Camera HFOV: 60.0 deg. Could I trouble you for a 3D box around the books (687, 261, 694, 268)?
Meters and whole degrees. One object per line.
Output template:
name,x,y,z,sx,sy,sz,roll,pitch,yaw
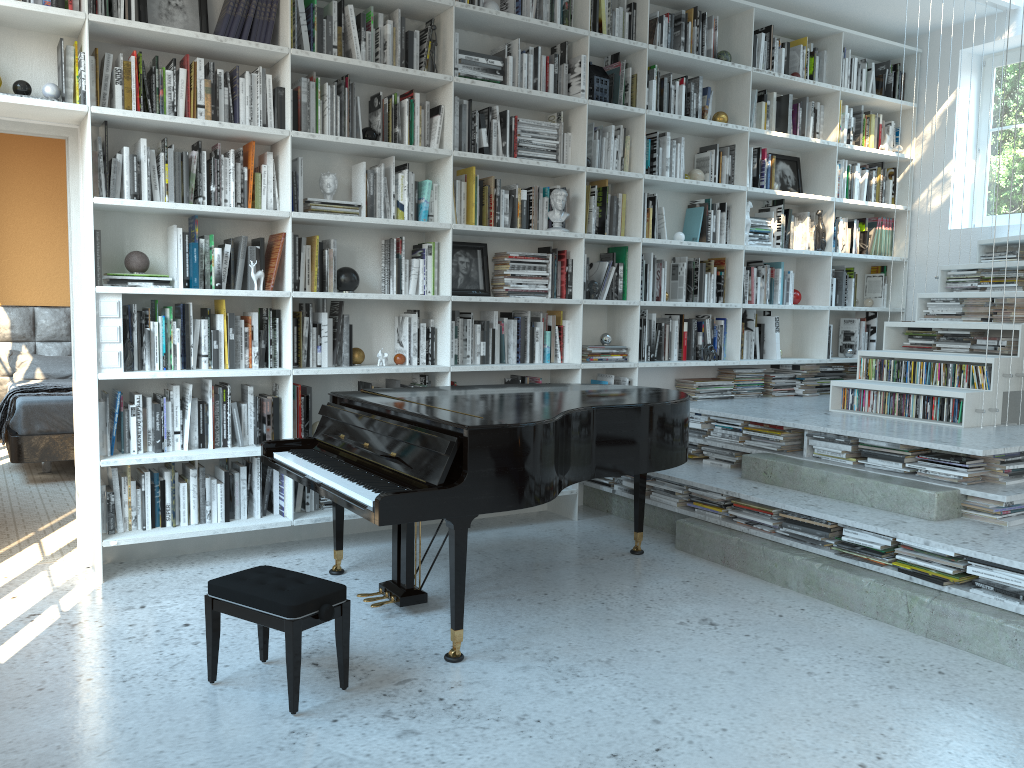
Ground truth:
books,1.102,-0.653,5.681,0.015,0.262,0.149,-2,6,-31

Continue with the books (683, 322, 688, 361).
books,1.046,-0.275,5.670,0.031,0.244,0.184,-2,6,-31

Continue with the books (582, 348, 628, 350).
books,0.530,-0.212,5.311,0.285,0.012,0.159,-1,5,-27

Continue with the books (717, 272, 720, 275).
books,1.305,-0.631,5.810,0.016,0.205,0.141,-2,6,-31

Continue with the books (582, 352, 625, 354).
books,0.528,-0.188,5.314,0.254,0.012,0.160,-1,5,-26

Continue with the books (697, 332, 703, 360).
books,1.167,-0.249,5.755,0.025,0.181,0.169,-2,6,-31

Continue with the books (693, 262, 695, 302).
books,1.113,-0.652,5.687,0.008,0.259,0.158,-2,6,-31

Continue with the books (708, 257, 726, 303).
books,1.335,-0.676,5.804,0.007,0.296,0.162,-2,6,-31

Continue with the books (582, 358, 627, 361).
books,0.527,-0.152,5.318,0.285,0.012,0.159,-1,5,-26

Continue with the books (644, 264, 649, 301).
books,0.776,-0.622,5.459,0.011,0.226,0.188,-2,6,-31

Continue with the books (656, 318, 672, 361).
books,0.948,-0.285,5.622,0.014,0.268,0.171,-2,6,-31

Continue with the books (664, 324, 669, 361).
books,0.930,-0.265,5.617,0.024,0.228,0.159,-2,6,-31

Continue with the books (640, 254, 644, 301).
books,0.754,-0.651,5.452,0.005,0.284,0.159,-2,6,-31

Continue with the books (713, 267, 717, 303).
books,1.253,-0.640,5.760,0.018,0.230,0.181,-2,6,-31

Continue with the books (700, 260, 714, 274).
books,1.243,-0.662,5.753,0.006,0.274,0.172,-2,6,-31

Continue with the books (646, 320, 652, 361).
books,0.797,-0.273,5.510,0.023,0.256,0.178,-2,6,-31

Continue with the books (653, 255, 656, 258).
books,0.839,-0.656,5.526,0.006,0.285,0.159,-2,6,-31

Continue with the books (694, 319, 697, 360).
books,1.125,-0.289,5.731,0.026,0.263,0.169,-2,6,-31

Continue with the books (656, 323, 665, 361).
books,0.905,-0.268,5.606,0.029,0.235,0.142,-2,6,-31

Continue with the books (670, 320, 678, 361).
books,0.980,-0.278,5.631,0.025,0.253,0.181,-2,6,-31

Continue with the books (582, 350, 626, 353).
books,0.533,-0.199,5.304,0.254,0.012,0.160,-2,5,-31

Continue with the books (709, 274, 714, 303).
books,1.233,-0.616,5.748,0.019,0.183,0.190,-2,6,-31

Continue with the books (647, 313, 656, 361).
books,0.820,-0.293,5.521,0.030,0.295,0.188,-2,6,-31

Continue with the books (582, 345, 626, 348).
books,0.533,-0.223,5.303,0.254,0.012,0.160,-1,5,-22

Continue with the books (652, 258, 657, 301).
books,0.830,-0.645,5.503,0.012,0.267,0.183,-2,6,-31

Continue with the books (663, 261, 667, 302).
books,0.905,-0.640,5.560,0.013,0.251,0.172,-2,6,-31

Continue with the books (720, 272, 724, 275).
books,1.322,-0.630,5.809,0.013,0.204,0.158,-2,6,-31

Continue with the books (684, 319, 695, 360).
books,1.107,-0.287,5.712,0.026,0.263,0.173,-2,6,-31

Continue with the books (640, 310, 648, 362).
books,0.771,-0.302,5.490,0.010,0.317,0.186,-2,6,-31

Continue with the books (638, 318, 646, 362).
books,0.757,-0.275,5.483,0.023,0.262,0.186,-2,6,-31

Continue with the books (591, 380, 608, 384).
books,0.518,0.111,5.292,0.005,0.264,0.162,-2,6,-31

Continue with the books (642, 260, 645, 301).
books,0.760,-0.634,5.461,0.013,0.249,0.165,-2,6,-31

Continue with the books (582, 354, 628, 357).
books,0.530,-0.175,5.312,0.285,0.012,0.159,-2,5,-28

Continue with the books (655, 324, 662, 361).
books,0.861,-0.264,5.567,0.065,0.231,0.161,-2,6,-31

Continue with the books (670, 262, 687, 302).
books,1.061,-0.646,5.658,0.019,0.252,0.130,-2,6,-31

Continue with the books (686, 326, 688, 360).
books,1.078,-0.278,5.715,0.021,0.243,0.131,-2,6,-31

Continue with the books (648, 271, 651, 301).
books,0.793,-0.603,5.480,0.013,0.186,0.183,-2,6,-31

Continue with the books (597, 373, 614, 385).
books,0.552,0.091,5.323,0.032,0.300,0.148,-2,6,-31

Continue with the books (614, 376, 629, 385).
books,0.638,0.097,5.353,0.021,0.285,0.172,-2,6,-31

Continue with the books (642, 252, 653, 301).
books,0.806,-0.659,5.481,0.014,0.297,0.175,-2,6,-31

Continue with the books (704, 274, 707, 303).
books,1.187,-0.614,5.713,0.018,0.182,0.182,-2,6,-31

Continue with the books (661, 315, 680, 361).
books,1.008,-0.297,5.667,0.012,0.285,0.159,-2,6,-31

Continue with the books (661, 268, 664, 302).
books,0.884,-0.617,5.543,0.014,0.207,0.180,-2,6,-31

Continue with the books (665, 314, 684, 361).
books,1.030,-0.299,5.655,0.012,0.293,0.175,-2,6,-31

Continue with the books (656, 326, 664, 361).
books,0.893,-0.258,5.588,0.011,0.217,0.175,-2,6,-31

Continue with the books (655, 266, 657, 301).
books,0.856,-0.625,5.540,0.008,0.223,0.133,-2,6,-31

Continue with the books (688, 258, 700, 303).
books,1.148,-0.666,5.714,0.007,0.285,0.159,-2,6,-31

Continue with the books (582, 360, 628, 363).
books,0.529,-0.139,5.315,0.285,0.012,0.159,-2,5,-28

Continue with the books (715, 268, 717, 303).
books,1.276,-0.643,5.789,0.021,0.232,0.155,-2,6,-31

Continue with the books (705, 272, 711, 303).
books,1.217,-0.622,5.742,0.015,0.195,0.175,-2,6,-31

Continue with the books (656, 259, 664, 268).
books,0.894,-0.645,5.552,0.014,0.261,0.141,-2,6,-31

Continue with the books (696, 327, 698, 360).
books,1.144,-0.263,5.747,0.022,0.211,0.135,-2,6,-31

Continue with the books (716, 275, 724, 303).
books,1.305,-0.616,5.779,0.016,0.180,0.189,-2,6,-31

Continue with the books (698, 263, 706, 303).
books,1.172,-0.648,5.700,0.018,0.251,0.183,-2,6,-31

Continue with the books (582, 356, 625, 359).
books,0.529,-0.163,5.315,0.254,0.012,0.160,-1,5,-25

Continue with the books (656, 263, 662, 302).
books,0.870,-0.633,5.537,0.015,0.238,0.176,-2,6,-31

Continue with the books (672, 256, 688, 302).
books,1.069,-0.667,5.676,0.016,0.290,0.131,-2,6,-31

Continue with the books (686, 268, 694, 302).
books,1.096,-0.628,5.663,0.015,0.216,0.177,-2,6,-31

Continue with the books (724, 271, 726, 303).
books,1.351,-0.642,5.843,0.009,0.224,0.146,-2,6,-31
